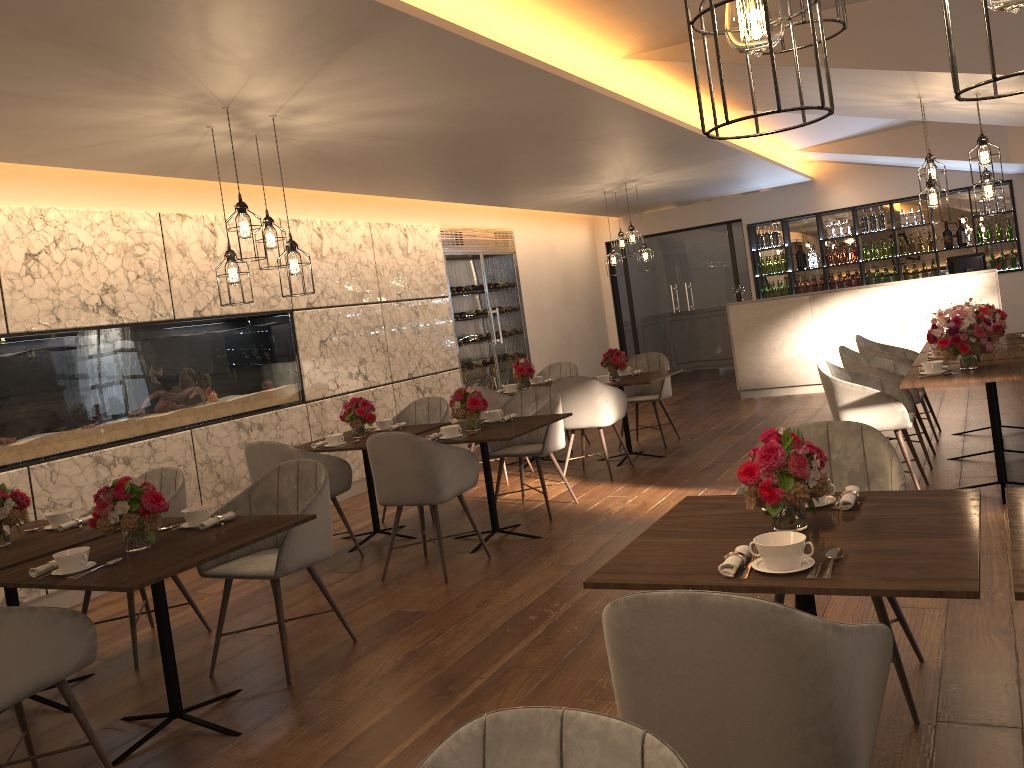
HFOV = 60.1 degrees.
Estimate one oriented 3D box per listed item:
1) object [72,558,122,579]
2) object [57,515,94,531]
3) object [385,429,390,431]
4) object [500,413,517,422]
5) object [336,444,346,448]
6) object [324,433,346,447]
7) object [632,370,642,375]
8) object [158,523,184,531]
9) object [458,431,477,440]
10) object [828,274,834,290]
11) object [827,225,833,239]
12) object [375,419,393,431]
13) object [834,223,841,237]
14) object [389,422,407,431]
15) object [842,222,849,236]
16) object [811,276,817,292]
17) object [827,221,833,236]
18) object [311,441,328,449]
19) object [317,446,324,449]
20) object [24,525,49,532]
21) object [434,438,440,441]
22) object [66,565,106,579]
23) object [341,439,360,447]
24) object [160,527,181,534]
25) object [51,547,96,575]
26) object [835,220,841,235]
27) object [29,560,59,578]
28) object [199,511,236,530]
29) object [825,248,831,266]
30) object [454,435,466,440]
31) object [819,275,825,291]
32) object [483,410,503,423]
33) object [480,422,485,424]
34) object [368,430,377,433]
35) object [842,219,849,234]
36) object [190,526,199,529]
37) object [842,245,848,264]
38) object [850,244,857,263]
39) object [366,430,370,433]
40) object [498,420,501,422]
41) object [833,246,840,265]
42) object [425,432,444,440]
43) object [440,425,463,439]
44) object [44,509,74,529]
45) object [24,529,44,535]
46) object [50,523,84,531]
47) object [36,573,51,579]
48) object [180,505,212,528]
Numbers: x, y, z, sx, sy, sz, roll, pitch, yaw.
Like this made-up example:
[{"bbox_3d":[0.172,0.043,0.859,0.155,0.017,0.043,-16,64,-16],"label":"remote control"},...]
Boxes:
[{"bbox_3d":[-1.471,0.656,3.154,0.042,0.015,0.198,-6,5,25],"label":"object"},{"bbox_3d":[-2.029,0.647,4.126,0.056,0.039,0.176,-6,5,29],"label":"object"},{"bbox_3d":[-0.858,0.316,6.398,0.025,0.024,0.193,-6,4,29],"label":"object"},{"bbox_3d":[-0.022,0.226,5.954,0.056,0.039,0.176,-6,5,29],"label":"object"},{"bbox_3d":[-1.095,0.400,5.878,0.022,0.004,0.212,-6,5,29],"label":"object"},{"bbox_3d":[-1.180,0.376,5.891,0.148,0.072,0.148,-9,4,-19],"label":"object"},{"bbox_3d":[1.147,-0.106,8.153,0.056,0.039,0.176,-6,5,29],"label":"object"},{"bbox_3d":[-1.433,0.602,3.780,0.042,0.015,0.198,-6,5,25],"label":"object"},{"bbox_3d":[-0.266,0.314,5.419,0.042,0.015,0.198,-6,5,25],"label":"object"},{"bbox_3d":[4.386,-1.390,12.171,0.065,0.261,0.066,-8,1,7],"label":"object"},{"bbox_3d":[4.343,-2.082,12.094,0.070,0.190,0.041,-7,1,28],"label":"object"},{"bbox_3d":[-0.927,0.298,6.444,0.148,0.072,0.148,-9,4,-19],"label":"object"},{"bbox_3d":[4.430,-2.091,12.046,0.070,0.190,0.041,-7,1,28],"label":"object"},{"bbox_3d":[-0.825,0.305,6.390,0.056,0.039,0.176,-6,5,29],"label":"object"},{"bbox_3d":[4.518,-2.100,11.999,0.070,0.190,0.041,-7,1,28],"label":"object"},{"bbox_3d":[4.180,-1.370,12.283,0.065,0.261,0.066,-8,1,7],"label":"object"},{"bbox_3d":[4.338,-2.118,12.093,0.069,0.208,0.040,-7,1,28],"label":"object"},{"bbox_3d":[-1.277,0.402,5.945,0.056,0.039,0.176,-6,5,29],"label":"object"},{"bbox_3d":[-1.242,0.405,5.938,0.025,0.024,0.193,-6,4,29],"label":"object"},{"bbox_3d":[-2.235,0.681,4.216,0.042,0.015,0.198,-6,5,25],"label":"object"},{"bbox_3d":[-0.440,0.327,5.502,0.025,0.024,0.193,-6,4,29],"label":"object"},{"bbox_3d":[-1.497,0.664,3.177,0.022,0.004,0.212,-6,5,29],"label":"object"},{"bbox_3d":[-1.068,0.392,5.855,0.042,0.015,0.198,-6,5,25],"label":"object"},{"bbox_3d":[-1.404,0.606,3.757,0.022,0.004,0.212,-6,5,29],"label":"object"},{"bbox_3d":[-1.582,0.640,3.190,0.148,0.072,0.149,-8,4,6],"label":"object"},{"bbox_3d":[4.425,-2.127,12.046,0.069,0.208,0.040,-7,1,28],"label":"object"},{"bbox_3d":[-1.680,0.666,3.244,0.056,0.039,0.176,-6,5,29],"label":"object"},{"bbox_3d":[-1.227,0.569,3.689,0.056,0.039,0.176,-6,5,29],"label":"object"},{"bbox_3d":[4.336,-1.749,12.164,0.065,0.261,0.066,-8,1,7],"label":"object"},{"bbox_3d":[-0.293,0.321,5.442,0.022,0.004,0.212,-6,5,29],"label":"object"},{"bbox_3d":[4.276,-1.379,12.230,0.065,0.261,0.066,-8,1,7],"label":"object"},{"bbox_3d":[-0.124,0.219,6.008,0.148,0.072,0.148,-9,4,-19],"label":"object"},{"bbox_3d":[-0.200,0.264,6.022,0.022,0.004,0.212,-6,5,29],"label":"object"},{"bbox_3d":[-1.002,0.342,6.458,0.022,0.004,0.212,-6,5,29],"label":"object"},{"bbox_3d":[4.513,-2.135,11.998,0.069,0.208,0.040,-7,1,28],"label":"object"},{"bbox_3d":[-1.261,0.580,3.697,0.025,0.024,0.193,-6,4,29],"label":"object"},{"bbox_3d":[4.529,-1.768,12.059,0.065,0.261,0.066,-8,1,7],"label":"object"},{"bbox_3d":[4.626,-1.777,12.007,0.065,0.261,0.066,-8,1,7],"label":"object"},{"bbox_3d":[-1.030,0.339,6.481,0.042,0.015,0.198,-6,5,25],"label":"object"},{"bbox_3d":[-0.056,0.238,5.962,0.025,0.024,0.193,-6,4,29],"label":"object"},{"bbox_3d":[4.433,-1.758,12.112,0.065,0.261,0.066,-8,1,7],"label":"object"},{"bbox_3d":[-0.475,0.324,5.509,0.056,0.039,0.176,-6,5,29],"label":"object"},{"bbox_3d":[-0.378,0.297,5.455,0.148,0.072,0.148,-9,4,-19],"label":"object"},{"bbox_3d":[-2.131,0.640,4.179,0.148,0.072,0.149,-8,4,6],"label":"object"},{"bbox_3d":[-2.206,0.684,4.194,0.022,0.004,0.212,-6,5,29],"label":"object"},{"bbox_3d":[-2.063,0.658,4.134,0.025,0.024,0.193,-6,4,29],"label":"object"},{"bbox_3d":[-1.644,0.669,3.237,0.025,0.024,0.193,-6,4,29],"label":"object"},{"bbox_3d":[-1.329,0.562,3.743,0.148,0.072,0.149,-8,4,6],"label":"object"}]
